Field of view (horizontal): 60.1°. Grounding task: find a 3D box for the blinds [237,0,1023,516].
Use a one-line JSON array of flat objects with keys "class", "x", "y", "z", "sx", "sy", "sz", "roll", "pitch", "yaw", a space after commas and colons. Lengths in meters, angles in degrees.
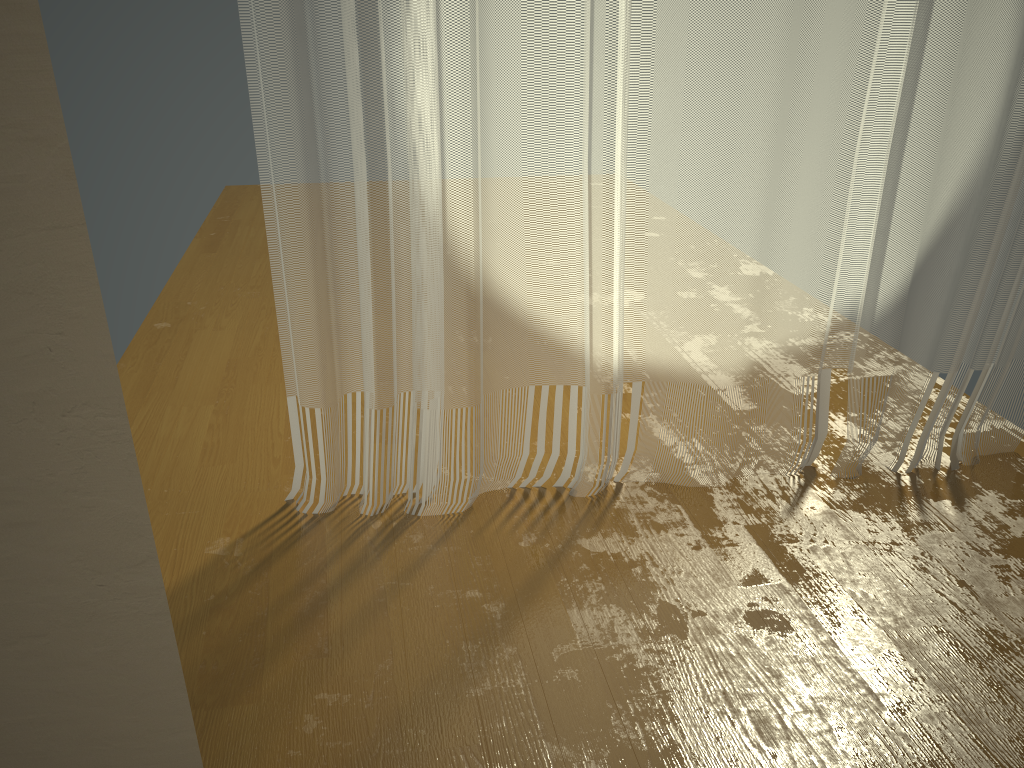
[{"class": "blinds", "x": 0.482, "y": -0.881, "z": 1.823, "sx": 2.165, "sy": 2.575, "sz": 0.159, "roll": -3, "pitch": 26, "yaw": -7}]
